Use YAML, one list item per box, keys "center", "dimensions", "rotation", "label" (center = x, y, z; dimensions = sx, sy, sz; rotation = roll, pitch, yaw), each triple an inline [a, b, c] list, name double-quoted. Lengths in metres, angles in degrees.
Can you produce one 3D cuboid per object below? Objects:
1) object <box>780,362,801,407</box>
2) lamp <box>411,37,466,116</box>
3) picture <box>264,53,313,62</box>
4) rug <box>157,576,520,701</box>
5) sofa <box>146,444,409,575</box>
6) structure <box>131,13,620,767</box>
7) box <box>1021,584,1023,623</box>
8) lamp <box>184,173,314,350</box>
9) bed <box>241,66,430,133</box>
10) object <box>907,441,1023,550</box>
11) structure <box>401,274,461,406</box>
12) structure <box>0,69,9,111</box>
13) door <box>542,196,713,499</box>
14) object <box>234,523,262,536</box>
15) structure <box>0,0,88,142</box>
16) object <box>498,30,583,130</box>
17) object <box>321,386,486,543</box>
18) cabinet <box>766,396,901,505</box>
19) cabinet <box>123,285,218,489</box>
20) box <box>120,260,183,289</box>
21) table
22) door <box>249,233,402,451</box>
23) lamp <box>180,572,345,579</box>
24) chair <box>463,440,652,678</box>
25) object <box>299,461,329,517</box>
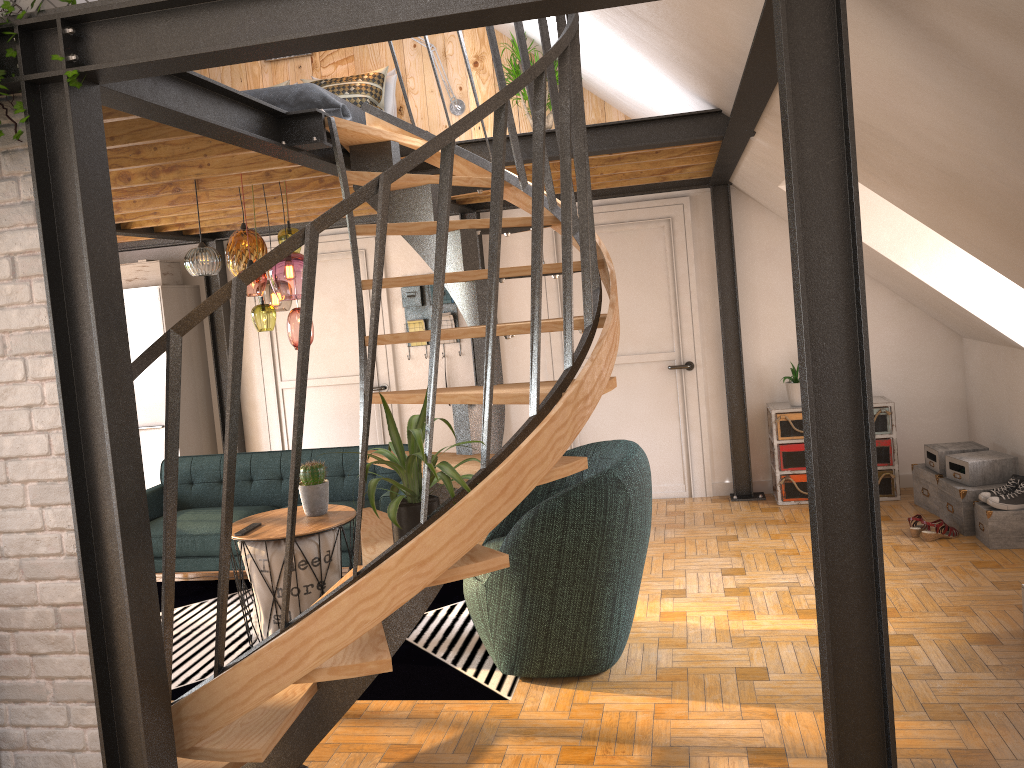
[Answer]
- center: [2.054, -0.005, 6.406]
  dimensions: [0.233, 0.329, 0.215]
  rotation: [-4, 4, 17]
  label: "object"
- center: [-0.795, -2.461, 6.760]
  dimensions: [0.852, 0.812, 0.194]
  rotation: [-8, 4, -32]
  label: "lamp"
- center: [-1.830, -2.903, 7.140]
  dimensions: [0.421, 0.553, 0.017]
  rotation: [-4, 3, 11]
  label: "picture"
- center: [-1.557, 1.346, 4.860]
  dimensions: [3.498, 0.010, 1.707]
  rotation: [-4, 6, 11]
  label: "rug"
- center: [-1.549, 0.861, 5.734]
  dimensions: [1.972, 0.780, 0.827]
  rotation: [-4, 5, 11]
  label: "sofa"
- center: [-0.442, -0.510, 3.452]
  dimensions: [1.626, 3.808, 2.257]
  rotation: [-3, 4, 26]
  label: "structure"
- center: [2.402, 1.000, 3.599]
  dimensions: [0.376, 0.218, 0.644]
  rotation: [-5, 5, 6]
  label: "box"
- center: [-1.378, -0.662, 4.715]
  dimensions: [0.619, 1.011, 0.490]
  rotation: [-8, 5, -39]
  label: "lamp"
- center: [-1.773, -1.795, 6.059]
  dimensions: [2.120, 1.019, 2.298]
  rotation: [-4, 5, 11]
  label: "bed"
- center: [2.788, 0.663, 5.574]
  dimensions: [0.696, 0.428, 1.159]
  rotation: [-4, 5, 11]
  label: "object"
- center: [-0.641, -0.345, 7.117]
  dimensions: [0.442, 1.074, 0.100]
  rotation: [-4, 3, 11]
  label: "structure"
- center: [-1.535, -0.783, 2.272]
  dimensions: [0.437, 0.651, 0.424]
  rotation: [-2, 5, 41]
  label: "structure"
- center: [0.852, -0.231, 6.848]
  dimensions: [1.199, 2.294, 0.088]
  rotation: [-4, 3, 11]
  label: "door"
- center: [-1.347, 0.740, 4.523]
  dimensions: [0.051, 0.013, 0.208]
  rotation: [-4, 6, 11]
  label: "object"
- center: [-1.467, -1.571, 2.374]
  dimensions: [1.304, 1.866, 0.459]
  rotation: [-5, 3, 8]
  label: "structure"
- center: [0.180, -2.006, 6.384]
  dimensions: [0.792, 1.045, 0.733]
  rotation: [-9, 5, -39]
  label: "object"
- center: [-0.341, 0.248, 2.844]
  dimensions: [0.528, 0.590, 0.459]
  rotation: [-5, 4, -1]
  label: "object"
- center: [2.323, 0.482, 6.443]
  dimensions: [0.833, 0.694, 0.380]
  rotation: [-4, 4, 11]
  label: "cabinet"
- center: [-3.335, 0.231, 7.513]
  dimensions: [1.505, 1.997, 0.811]
  rotation: [-4, 4, 11]
  label: "cabinet"
- center: [-3.090, -0.885, 7.257]
  dimensions: [0.641, 0.218, 0.377]
  rotation: [-5, 5, 6]
  label: "box"
- center: [-1.134, 0.979, 4.671]
  dimensions: [0.683, 0.684, 0.681]
  rotation: [-9, 6, -39]
  label: "table"
- center: [-1.549, -0.061, 7.317]
  dimensions: [1.199, 2.294, 0.088]
  rotation: [-4, 3, 11]
  label: "door"
- center: [-2.166, 0.449, 5.718]
  dimensions: [2.356, 1.714, 0.573]
  rotation: [-3, 4, 19]
  label: "lamp"
- center: [0.213, 0.781, 4.083]
  dimensions: [0.901, 0.962, 0.900]
  rotation: [-5, 4, -3]
  label: "chair"
- center: [-1.059, 0.552, 4.739]
  dimensions: [0.190, 0.294, 0.173]
  rotation: [-6, 4, -15]
  label: "object"
